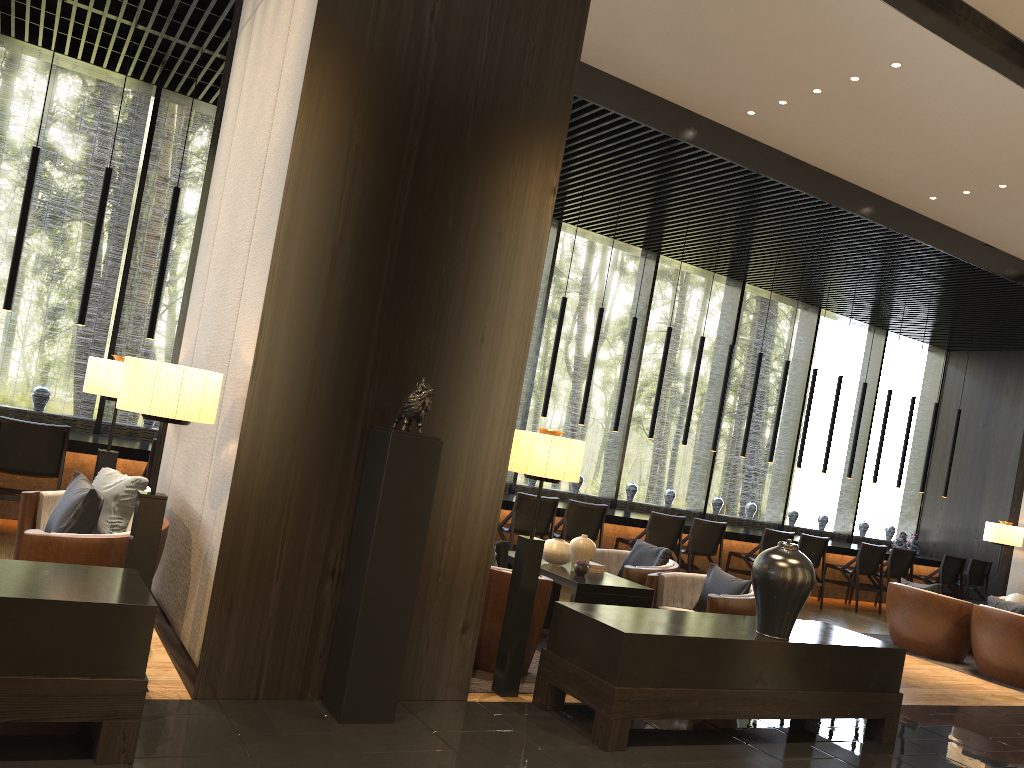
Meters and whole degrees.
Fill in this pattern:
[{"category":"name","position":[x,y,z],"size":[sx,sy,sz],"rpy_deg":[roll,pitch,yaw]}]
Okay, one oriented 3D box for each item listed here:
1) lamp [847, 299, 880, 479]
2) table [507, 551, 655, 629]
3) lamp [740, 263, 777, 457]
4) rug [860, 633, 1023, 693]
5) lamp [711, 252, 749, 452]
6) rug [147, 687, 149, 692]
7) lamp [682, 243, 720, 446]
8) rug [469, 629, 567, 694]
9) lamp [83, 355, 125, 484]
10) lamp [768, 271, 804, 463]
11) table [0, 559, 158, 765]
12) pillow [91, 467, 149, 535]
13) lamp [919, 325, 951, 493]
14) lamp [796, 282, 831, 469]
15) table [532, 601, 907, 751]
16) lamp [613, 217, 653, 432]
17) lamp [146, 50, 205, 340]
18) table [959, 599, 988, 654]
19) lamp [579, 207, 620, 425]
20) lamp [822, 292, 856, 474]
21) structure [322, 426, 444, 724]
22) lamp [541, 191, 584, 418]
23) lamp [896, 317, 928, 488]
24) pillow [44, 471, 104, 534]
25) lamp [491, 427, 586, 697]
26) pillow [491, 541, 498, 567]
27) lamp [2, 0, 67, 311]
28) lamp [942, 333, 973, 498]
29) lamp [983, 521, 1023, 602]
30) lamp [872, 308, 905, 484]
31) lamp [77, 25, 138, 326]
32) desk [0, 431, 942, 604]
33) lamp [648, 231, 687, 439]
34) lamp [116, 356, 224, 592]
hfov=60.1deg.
[{"category":"lamp","position":[4.600,0.037,11.546],"size":[0.060,2.419,0.060],"rpy_deg":[10,-1,-35]},{"category":"table","position":[0.326,1.444,5.712],"size":[0.578,0.517,1.039],"rpy_deg":[11,-3,-29]},{"category":"lamp","position":[2.969,-0.317,10.597],"size":[0.060,2.419,0.060],"rpy_deg":[10,-1,-35]},{"category":"rug","position":[4.650,2.649,8.312],"size":[2.252,0.008,2.035],"rpy_deg":[12,-4,-29]},{"category":"lamp","position":[2.566,-0.404,10.362],"size":[0.060,2.419,0.060],"rpy_deg":[10,-1,-35]},{"category":"rug","position":[-2.921,1.007,3.904],"size":[2.252,0.008,2.035],"rpy_deg":[12,-4,-29]},{"category":"lamp","position":[2.178,-0.488,10.136],"size":[0.060,2.419,0.060],"rpy_deg":[10,-1,-25]},{"category":"rug","position":[0.259,1.697,5.755],"size":[2.252,0.008,1.952],"rpy_deg":[12,-4,-29]},{"category":"lamp","position":[-2.382,0.508,5.174],"size":[0.377,1.350,0.373],"rpy_deg":[11,-1,-40]},{"category":"lamp","position":[3.364,-0.231,10.827],"size":[0.060,2.419,0.060],"rpy_deg":[10,-1,-35]},{"category":"table","position":[-2.171,0.789,2.655],"size":[1.969,0.512,0.618],"rpy_deg":[12,-3,-30]},{"category":"pillow","position":[-2.116,0.649,4.640],"size":[0.431,0.399,0.202],"rpy_deg":[8,-2,39]},{"category":"lamp","position":[5.893,0.318,12.299],"size":[0.060,2.419,0.060],"rpy_deg":[10,-1,-35]},{"category":"lamp","position":[3.789,-0.139,11.074],"size":[0.060,2.419,0.060],"rpy_deg":[10,-1,-35]},{"category":"table","position":[1.130,1.505,4.577],"size":[1.969,0.512,0.618],"rpy_deg":[12,-3,-30]},{"category":"lamp","position":[1.335,-0.671,9.645],"size":[0.060,2.419,0.060],"rpy_deg":[10,-1,-25]},{"category":"lamp","position":[-2.756,-1.558,7.264],"size":[0.060,2.419,0.060],"rpy_deg":[10,-1,-35]},{"category":"table","position":[4.778,2.409,8.304],"size":[0.578,0.517,1.039],"rpy_deg":[11,-3,-29]},{"category":"lamp","position":[0.947,-0.755,9.419],"size":[0.060,2.419,0.060],"rpy_deg":[10,-1,-35]},{"category":"lamp","position":[4.191,-0.052,11.308],"size":[0.060,2.419,0.060],"rpy_deg":[10,-1,-35]},{"category":"structure","position":[-0.549,0.801,3.750],"size":[0.241,1.217,0.239],"rpy_deg":[10,-1,-30]},{"category":"lamp","position":[0.539,-0.844,9.182],"size":[0.060,2.419,0.060],"rpy_deg":[10,-1,-25]},{"category":"lamp","position":[5.460,0.224,12.046],"size":[0.060,2.419,0.060],"rpy_deg":[10,-1,-35]},{"category":"pillow","position":[-2.202,0.643,4.475],"size":[0.220,0.360,0.470],"rpy_deg":[11,-3,-33]},{"category":"lamp","position":[0.076,0.895,4.457],"size":[0.373,1.347,0.376],"rpy_deg":[10,-1,22]},{"category":"pillow","position":[-0.256,1.000,4.973],"size":[0.431,0.399,0.202],"rpy_deg":[8,-2,39]},{"category":"lamp","position":[-3.635,-1.749,6.752],"size":[0.060,2.419,0.060],"rpy_deg":[10,-1,-35]},{"category":"lamp","position":[6.335,0.413,12.556],"size":[0.060,2.419,0.060],"rpy_deg":[10,-1,-35]},{"category":"lamp","position":[5.252,2.164,9.619],"size":[0.375,1.350,0.375],"rpy_deg":[10,-1,0]},{"category":"lamp","position":[5.034,0.131,11.798],"size":[0.060,2.419,0.060],"rpy_deg":[10,-1,-35]},{"category":"lamp","position":[-3.196,-1.654,7.007],"size":[0.060,2.419,0.060],"rpy_deg":[10,-1,-35]},{"category":"desk","position":[-6.102,0.155,5.249],"size":[28.863,0.759,1.775],"rpy_deg":[12,-4,-30]},{"category":"lamp","position":[1.757,-0.580,9.891],"size":[0.060,2.419,0.060],"rpy_deg":[10,-1,-35]},{"category":"lamp","position":[-1.470,0.574,3.558],"size":[0.374,1.318,0.376],"rpy_deg":[10,-1,14]}]
